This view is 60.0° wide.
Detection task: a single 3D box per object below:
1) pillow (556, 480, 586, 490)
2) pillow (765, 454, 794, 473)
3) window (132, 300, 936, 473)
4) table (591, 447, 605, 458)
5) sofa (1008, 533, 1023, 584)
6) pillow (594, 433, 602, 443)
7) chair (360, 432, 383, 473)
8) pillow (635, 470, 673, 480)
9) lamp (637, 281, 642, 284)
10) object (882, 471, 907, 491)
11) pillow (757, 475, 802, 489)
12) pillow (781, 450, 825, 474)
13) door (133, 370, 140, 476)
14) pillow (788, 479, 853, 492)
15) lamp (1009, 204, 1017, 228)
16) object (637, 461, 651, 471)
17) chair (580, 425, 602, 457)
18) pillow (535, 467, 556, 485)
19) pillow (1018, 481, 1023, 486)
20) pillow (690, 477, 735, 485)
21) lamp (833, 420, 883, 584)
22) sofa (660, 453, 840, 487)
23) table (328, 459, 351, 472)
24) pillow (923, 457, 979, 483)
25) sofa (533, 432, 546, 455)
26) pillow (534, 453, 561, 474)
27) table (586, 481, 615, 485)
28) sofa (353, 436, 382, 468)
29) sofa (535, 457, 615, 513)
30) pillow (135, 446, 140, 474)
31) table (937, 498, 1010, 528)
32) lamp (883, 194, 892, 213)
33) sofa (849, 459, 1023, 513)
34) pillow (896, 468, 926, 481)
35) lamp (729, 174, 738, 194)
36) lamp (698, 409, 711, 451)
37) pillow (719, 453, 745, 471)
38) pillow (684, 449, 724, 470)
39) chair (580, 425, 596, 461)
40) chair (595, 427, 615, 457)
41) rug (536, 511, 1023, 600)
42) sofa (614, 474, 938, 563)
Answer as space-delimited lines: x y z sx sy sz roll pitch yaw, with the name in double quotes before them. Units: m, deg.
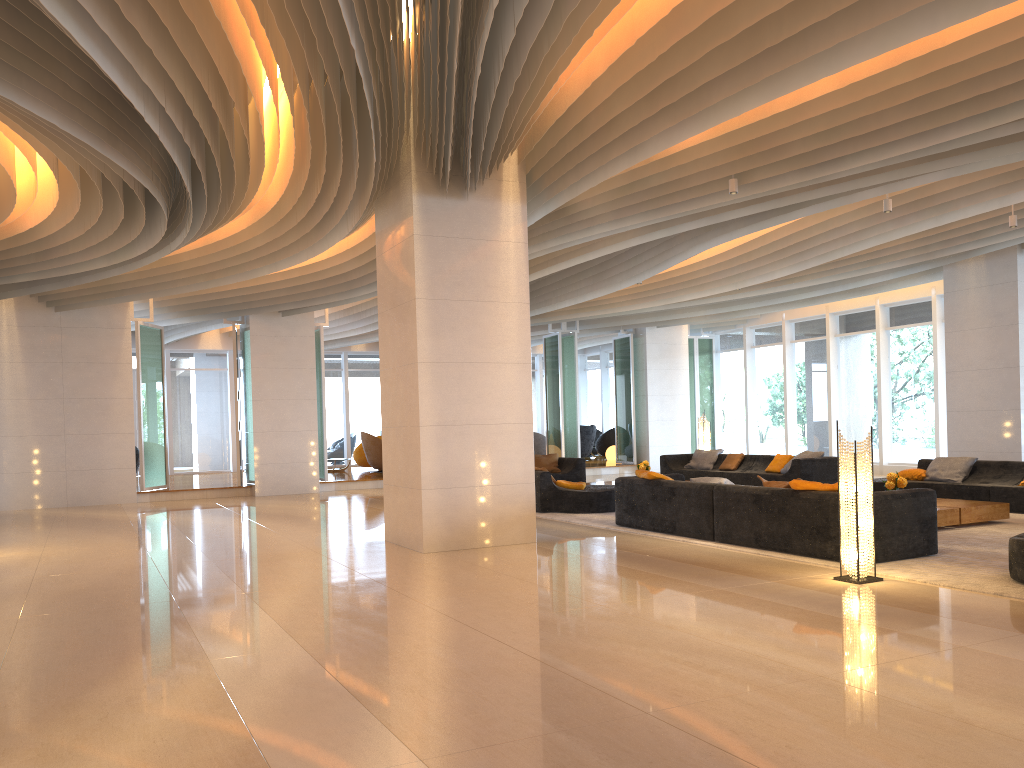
"pillow" 0.836 1.421 12.532 0.409 0.136 0.418 -2 -2 7
"pillow" 4.495 1.337 14.925 0.326 0.312 0.403 -1 -2 -24
"window" 7.121 -0.163 14.025 53.705 3.220 22.472 -3 -3 29
"table" 2.818 2.076 27.032 1.091 0.318 0.810 -1 -2 -20
"sofa" 4.242 1.069 5.635 1.373 0.576 2.224 -1 -3 -26
"pillow" 2.637 1.693 28.061 0.503 0.409 0.464 -2 -1 1
"chair" -3.083 1.642 21.548 1.147 1.005 1.503 -1 -2 -18
"pillow" 1.727 1.159 10.092 0.549 0.377 0.637 -2 -2 -4
"lamp" 2.071 -2.398 14.573 0.088 1.506 0.090 -1 1 19
"object" 4.252 1.151 9.847 0.237 0.377 0.265 -2 0 -4
"pillow" 2.626 1.073 8.403 0.449 0.410 0.594 -1 -2 -24
"pillow" 4.729 1.281 14.477 0.549 0.377 0.637 -2 -2 -4
"door" -9.842 1.027 23.260 1.478 2.772 0.059 -2 1 -27
"pillow" 2.835 1.018 7.799 0.628 0.377 0.556 -3 -2 42
"lamp" 6.160 -2.690 10.930 0.090 1.506 0.087 -2 1 -35
"object" 2.198 1.446 14.783 0.235 0.377 0.266 -2 0 6
"chair" 2.305 1.789 27.926 1.530 1.006 1.128 -1 -1 -14
"pillow" 0.485 1.336 12.699 0.333 0.311 0.418 -1 -2 -25
"pillow" 6.477 1.127 10.672 0.456 0.394 0.629 -1 -2 -27
"pillow" 2.181 1.169 9.328 0.426 0.377 0.579 -1 -2 -24
"lamp" 2.566 0.866 6.612 0.253 1.198 0.247 -2 1 -26
"sofa" 4.058 1.544 15.563 0.954 0.582 3.729 -1 -3 -26
"table" -4.638 2.080 22.589 1.091 0.318 0.810 -1 -2 -20
"pillow" 5.866 1.187 11.931 0.468 0.416 0.656 -1 -2 -26
"sofa" -0.113 1.705 23.575 2.531 0.901 1.123 -3 -2 23
"pillow" 0.600 1.515 16.877 0.640 0.378 0.546 -2 -2 -5
"table" 2.144 1.737 14.591 1.622 0.220 1.580 0 -3 -26
"sofa" -3.003 1.797 23.762 2.603 0.901 1.093 0 -2 -37
"sofa" 0.810 1.554 14.543 2.862 0.653 5.023 0 -3 -26
"pillow" -8.202 1.604 17.635 1.539 1.005 1.121 -1 -2 -29
"table" 4.358 1.454 10.010 1.622 0.220 1.580 0 -3 -26
"lamp" 4.189 -2.680 9.930 0.087 1.506 0.090 -1 1 37
"sofa" 6.016 1.276 11.116 1.370 0.582 4.089 -1 -3 -27
"pillow" 5.548 1.271 12.346 0.442 0.193 0.594 -3 -3 29
"lamp" 2.208 -2.671 8.915 0.090 1.506 0.087 -2 1 -35
"lamp" 3.885 1.238 17.879 0.253 1.451 0.247 -2 1 -26
"pillow" 3.968 1.404 16.015 0.326 0.312 0.402 -1 -2 -28
"pillow" 3.620 1.422 16.770 0.628 0.377 0.556 -3 -2 42
"chair" 1.780 1.665 24.987 1.118 1.005 1.542 -3 -2 36
"chair" 3.170 1.678 26.104 1.536 1.005 1.123 -1 -1 -24
"rug" 4.223 1.585 10.299 5.586 0.022 16.013 0 -3 -26
"sofa" 2.409 1.280 9.010 0.954 0.582 3.729 -1 -3 -26
